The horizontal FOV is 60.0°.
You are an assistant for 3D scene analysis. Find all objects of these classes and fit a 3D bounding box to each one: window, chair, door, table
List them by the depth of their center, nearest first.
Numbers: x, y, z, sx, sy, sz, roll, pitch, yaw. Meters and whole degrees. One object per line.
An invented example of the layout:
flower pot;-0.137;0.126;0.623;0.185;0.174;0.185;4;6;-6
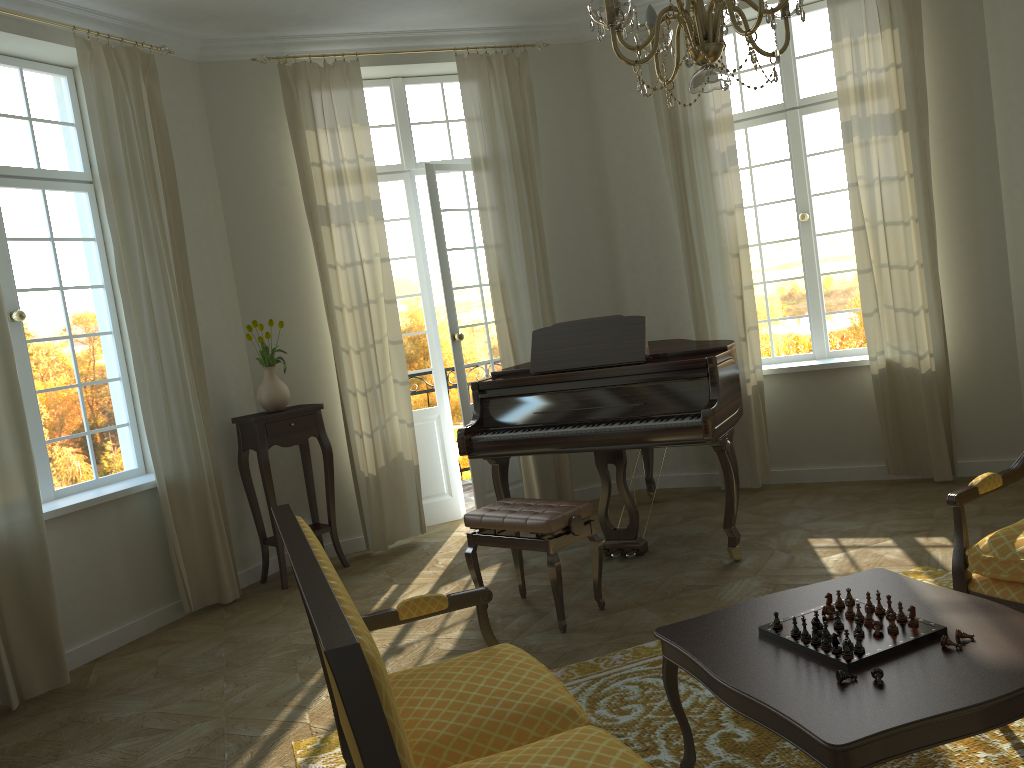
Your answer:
chair;-0.094;0.857;2.096;0.680;1.083;1.389;-10;5;-18
table;1.025;0.961;2.532;0.922;0.494;0.932;-10;5;-16
chair;1.947;0.489;2.943;0.671;1.083;0.730;-11;6;-33
chair;0.114;0.896;4.498;0.638;0.563;0.385;-4;6;42
window;-2.802;-0.582;4.909;0.181;2.550;1.400;-6;5;27
table;-1.466;0.726;5.896;0.522;1.114;0.344;-13;6;-42
window;2.120;-1.432;6.490;1.400;2.550;0.181;-6;5;27
door;-0.520;-0.270;6.654;1.385;2.690;0.425;-10;5;-17
window;-0.824;-1.957;6.690;1.380;0.680;0.055;-10;5;-18

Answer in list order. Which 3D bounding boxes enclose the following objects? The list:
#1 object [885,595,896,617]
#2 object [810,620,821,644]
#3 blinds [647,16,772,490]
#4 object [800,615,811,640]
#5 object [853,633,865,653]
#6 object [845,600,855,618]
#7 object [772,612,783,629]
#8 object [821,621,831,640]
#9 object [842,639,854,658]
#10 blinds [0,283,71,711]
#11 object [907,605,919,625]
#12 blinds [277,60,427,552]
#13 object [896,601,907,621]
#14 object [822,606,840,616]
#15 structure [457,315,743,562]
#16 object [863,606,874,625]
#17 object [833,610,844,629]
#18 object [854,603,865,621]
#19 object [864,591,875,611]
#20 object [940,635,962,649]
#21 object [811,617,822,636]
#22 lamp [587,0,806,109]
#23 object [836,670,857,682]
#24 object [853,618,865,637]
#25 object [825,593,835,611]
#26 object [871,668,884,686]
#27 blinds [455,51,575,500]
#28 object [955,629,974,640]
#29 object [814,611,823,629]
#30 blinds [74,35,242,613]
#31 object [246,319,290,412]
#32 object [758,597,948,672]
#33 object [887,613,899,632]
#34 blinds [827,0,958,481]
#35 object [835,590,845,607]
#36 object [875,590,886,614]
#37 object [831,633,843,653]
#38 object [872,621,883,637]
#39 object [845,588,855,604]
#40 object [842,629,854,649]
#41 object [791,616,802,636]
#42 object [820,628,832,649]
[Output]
object;1.097;0.643;2.577;0.030;0.064;0.030;-6;5;30
object;0.843;0.689;2.469;0.030;0.064;0.030;-6;5;30
blinds;1.424;-0.903;6.371;0.554;3.384;0.162;-5;6;32
object;0.827;0.686;2.506;0.030;0.069;0.030;-6;5;30
object;0.927;0.692;2.375;0.030;0.050;0.030;-6;5;30
object;0.996;0.662;2.619;0.030;0.050;0.030;-6;5;30
object;0.782;0.696;2.617;0.030;0.044;0.030;-6;5;30
object;0.880;0.690;2.485;0.030;0.050;0.030;-6;5;30
object;0.891;0.702;2.360;0.030;0.044;0.030;-6;5;30
blinds;-2.588;-0.134;4.169;0.162;3.385;0.554;-5;6;32
object;1.129;0.651;2.503;0.030;0.052;0.030;-6;5;30
blinds;-1.076;-0.517;6.173;0.552;3.386;0.159;-10;5;-21
object;1.114;0.649;2.540;0.030;0.055;0.030;-6;5;30
object;0.947;0.677;2.638;0.052;0.030;0.030;-5;6;34
structure;0.772;0.259;5.656;1.514;1.439;1.856;-6;5;27
object;1.024;0.664;2.548;0.030;0.050;0.030;-6;5;30
object;0.937;0.676;2.551;0.030;0.050;0.030;-6;5;30
object;1.010;0.663;2.583;0.030;0.050;0.030;-6;5;30
object;1.067;0.646;2.650;0.030;0.055;0.030;-6;5;30
object;1.171;0.687;2.364;0.052;0.030;0.030;-5;6;39
object;0.865;0.688;2.522;0.030;0.052;0.030;-8;5;0
lamp;0.513;-1.636;2.703;0.662;1.466;0.661;-4;6;42
object;0.854;0.742;2.264;0.052;0.030;0.030;-9;5;-7
object;0.967;0.678;2.478;0.030;0.050;0.030;-6;5;30
object;0.963;0.659;2.693;0.030;0.052;0.030;-6;5;30
object;0.922;0.736;2.227;0.030;0.030;0.052;-7;5;10
blinds;0.107;-0.721;6.501;0.554;3.386;0.162;-10;5;-23
object;1.224;0.677;2.398;0.047;0.030;0.030;-7;5;20
object;0.884;0.682;2.572;0.030;0.050;0.030;-6;5;30
blinds;-2.079;-0.300;5.292;0.159;3.381;0.552;-6;5;30
object;-1.591;-0.122;5.822;0.242;0.609;0.264;-8;5;7
object;0.968;0.707;2.545;0.360;0.021;0.360;-10;5;-23
object;1.060;0.664;2.474;0.030;0.050;0.030;-6;5;30
blinds;2.545;-1.022;5.846;0.552;3.381;0.159;-6;5;30
object;0.999;0.654;2.709;0.030;0.050;0.030;-6;5;30
object;1.081;0.640;2.613;0.030;0.069;0.030;-6;5;30
object;0.875;0.697;2.396;0.030;0.052;0.030;-6;5;30
object;1.015;0.681;2.471;0.030;0.030;0.052;-6;5;28
object;1.036;0.650;2.725;0.030;0.044;0.030;-6;5;30
object;0.911;0.691;2.411;0.030;0.050;0.030;-6;5;30
object;0.812;0.692;2.543;0.030;0.055;0.030;-6;5;30
object;0.859;0.695;2.433;0.030;0.055;0.030;-6;5;30
